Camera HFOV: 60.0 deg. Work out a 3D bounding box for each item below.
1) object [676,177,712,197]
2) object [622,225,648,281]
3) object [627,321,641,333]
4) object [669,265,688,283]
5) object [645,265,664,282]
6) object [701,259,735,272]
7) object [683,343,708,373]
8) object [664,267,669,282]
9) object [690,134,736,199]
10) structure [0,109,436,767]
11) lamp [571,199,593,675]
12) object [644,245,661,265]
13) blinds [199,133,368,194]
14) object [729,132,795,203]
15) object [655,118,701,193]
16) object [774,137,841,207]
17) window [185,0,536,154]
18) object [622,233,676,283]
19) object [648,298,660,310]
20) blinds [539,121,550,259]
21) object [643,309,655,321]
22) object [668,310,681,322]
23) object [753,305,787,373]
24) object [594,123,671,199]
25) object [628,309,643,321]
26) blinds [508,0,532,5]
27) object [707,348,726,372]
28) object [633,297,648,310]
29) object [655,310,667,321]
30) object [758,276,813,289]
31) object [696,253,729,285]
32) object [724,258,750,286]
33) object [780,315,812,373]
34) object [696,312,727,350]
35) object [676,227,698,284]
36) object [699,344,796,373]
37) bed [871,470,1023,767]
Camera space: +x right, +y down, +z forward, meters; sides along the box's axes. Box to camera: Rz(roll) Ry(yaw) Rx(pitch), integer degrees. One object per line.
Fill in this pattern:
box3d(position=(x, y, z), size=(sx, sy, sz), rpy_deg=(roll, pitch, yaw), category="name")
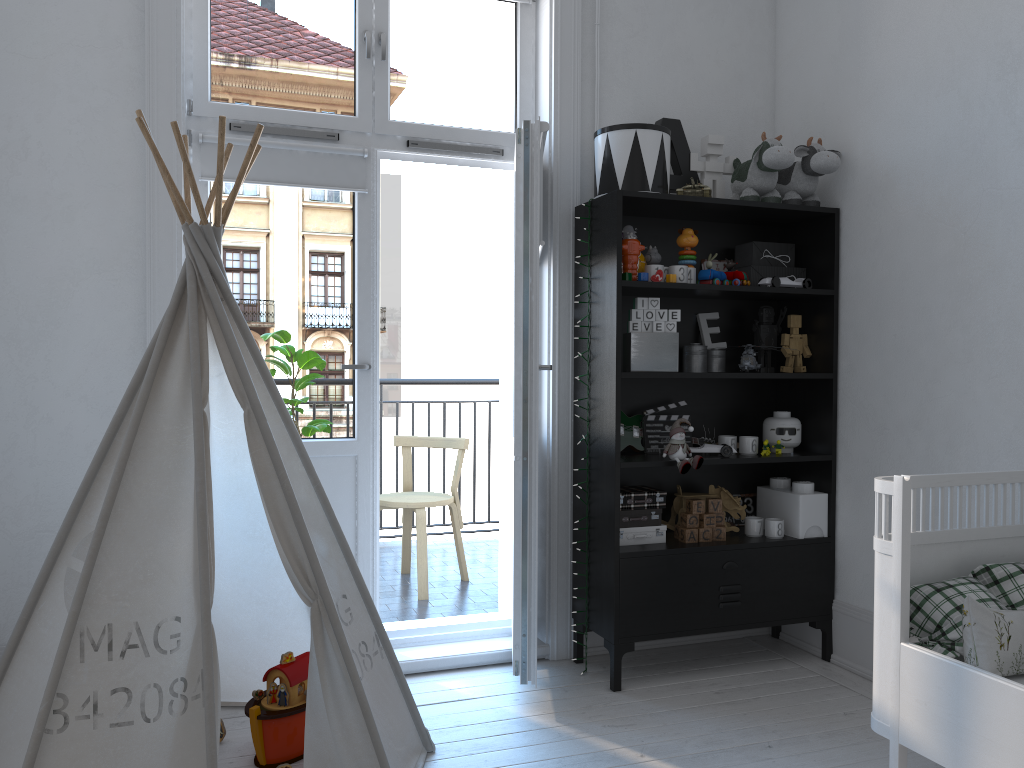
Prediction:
box3d(position=(0.653, -0.696, 3.174), size=(0.121, 0.100, 0.338), rpy_deg=(1, 1, 15), category="object")
box3d(position=(0.415, -0.448, 3.065), size=(0.105, 0.203, 0.072), rpy_deg=(0, 1, -13), category="object")
box3d(position=(0.422, -0.197, 3.069), size=(0.040, 0.040, 0.040), rpy_deg=(0, 1, -5), category="object")
box3d(position=(0.584, -0.379, 3.113), size=(0.067, 0.067, 0.067), rpy_deg=(0, 1, -19), category="object")
box3d(position=(0.497, -0.380, 3.096), size=(0.067, 0.067, 0.067), rpy_deg=(0, 1, -19), category="object")
box3d(position=(0.901, -0.418, 3.483), size=(0.347, 0.132, 0.037), rpy_deg=(0, 1, -20), category="object")
box3d(position=(0.692, -0.099, 3.356), size=(0.095, 0.110, 0.095), rpy_deg=(0, 1, -16), category="object")
box3d(position=(0.532, -0.380, 3.156), size=(0.067, 0.067, 0.067), rpy_deg=(1, 2, 44), category="object")
box3d(position=(0.761, -0.793, 3.375), size=(0.190, 0.290, 0.065), rpy_deg=(0, 1, -15), category="object")
box3d(position=(-0.785, 0.172, 2.260), size=(1.143, 1.750, 1.143), rpy_deg=(-1, 2, -45), category="structure")
box3d(position=(0.667, 0.187, 3.317), size=(0.985, 1.684, 0.095), rpy_deg=(0, 1, -23), category="lamp")
box3d(position=(0.517, -0.428, 3.259), size=(0.063, 0.160, 0.063), rpy_deg=(-1, 2, -42), category="object")
box3d(position=(-0.777, -0.756, 3.049), size=(0.565, 0.158, 0.032), rpy_deg=(0, 1, -20), category="blinds")
box3d(position=(0.898, -0.768, 3.250), size=(0.154, 0.253, 0.370), rpy_deg=(0, 1, -12), category="object")
box3d(position=(0.588, -0.820, 3.342), size=(0.343, 0.344, 0.057), rpy_deg=(0, 1, -20), category="object")
box3d(position=(1.039, -0.768, 3.307), size=(0.211, 0.253, 0.386), rpy_deg=(-1, 1, -37), category="object")
box3d(position=(-0.496, -1.201, 3.163), size=(1.263, 0.660, 0.101), rpy_deg=(0, 1, -20), category="window")
box3d(position=(0.422, -0.445, 3.143), size=(0.197, 0.197, 0.318), rpy_deg=(0, 1, -24), category="object")
box3d(position=(0.487, -0.277, 3.073), size=(0.040, 0.040, 0.040), rpy_deg=(0, 1, -10), category="object")
box3d(position=(0.099, -0.636, 3.076), size=(0.032, 0.390, 0.565), rpy_deg=(0, 1, 0), category="blinds")
box3d(position=(0.473, -0.237, 3.073), size=(0.040, 0.040, 0.040), rpy_deg=(0, 1, 0), category="object")
box3d(position=(0.563, -0.237, 3.081), size=(0.040, 0.040, 0.040), rpy_deg=(0, 1, 5), category="object")
box3d(position=(0.983, -0.172, 3.393), size=(0.117, 0.259, 0.081), rpy_deg=(0, 1, -20), category="object")
box3d(position=(0.435, -0.777, 3.207), size=(0.272, 0.259, 0.395), rpy_deg=(0, 1, 8), category="object")
box3d(position=(0.428, -0.237, 3.068), size=(0.040, 0.040, 0.040), rpy_deg=(0, 1, -10), category="object")
box3d(position=(-0.192, -1.464, 3.248), size=(0.565, 0.060, 0.032), rpy_deg=(0, 1, -20), category="blinds")
box3d(position=(0.814, -0.089, 3.312), size=(0.078, 0.091, 0.246), rpy_deg=(0, 1, -26), category="object")
box3d(position=(0.445, -0.277, 3.069), size=(0.040, 0.040, 0.040), rpy_deg=(0, 1, -15), category="object")
box3d(position=(0.519, -0.237, 3.077), size=(0.040, 0.040, 0.040), rpy_deg=(0, 1, 10), category="object")
box3d(position=(1.001, -0.370, 3.259), size=(0.230, 0.048, 0.098), rpy_deg=(0, 1, -30), category="object")
box3d(position=(0.729, -0.409, 3.207), size=(0.121, 0.126, 0.087), rpy_deg=(-1, 2, -43), category="object")
box3d(position=(0.817, -0.410, 3.285), size=(0.122, 0.112, 0.087), rpy_deg=(1, 2, 40), category="object")
box3d(position=(1.076, -0.151, 3.361), size=(0.114, 0.221, 0.052), rpy_deg=(0, 1, -21), category="object")
box3d(position=(0.772, -0.203, 3.429), size=(0.107, 0.151, 0.055), rpy_deg=(0, 1, -20), category="object")
box3d(position=(0.626, -0.453, 3.168), size=(0.077, 0.213, 0.077), rpy_deg=(1, 1, 13), category="object")
box3d(position=(0.875, -0.095, 3.300), size=(0.368, 0.106, 0.349), rpy_deg=(0, 1, -19), category="object")
box3d(position=(1.424, 0.643, 1.679), size=(0.670, 0.833, 1.403), rpy_deg=(0, 1, -20), category="bed")
